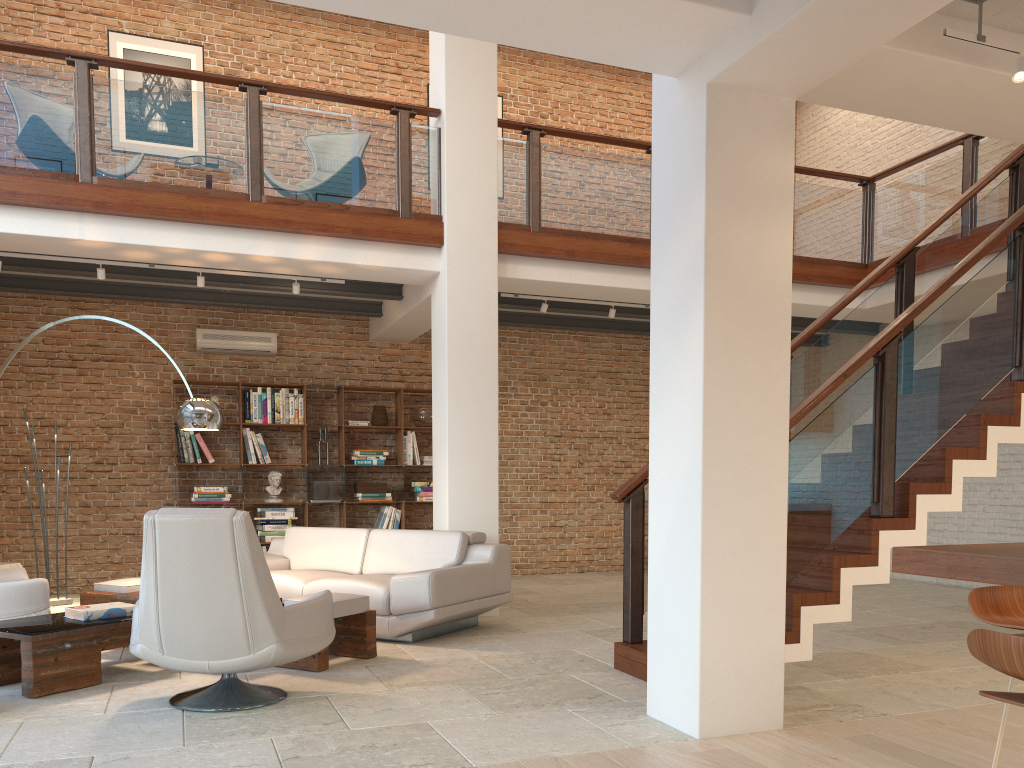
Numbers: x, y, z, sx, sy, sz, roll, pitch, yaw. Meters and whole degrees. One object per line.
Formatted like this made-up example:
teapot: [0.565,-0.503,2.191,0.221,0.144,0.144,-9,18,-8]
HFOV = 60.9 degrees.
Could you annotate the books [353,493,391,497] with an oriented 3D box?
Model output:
books: [-1.570,1.244,9.767,0.380,0.036,0.245,3,-7,-22]

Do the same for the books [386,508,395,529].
books: [-1.398,1.574,9.874,0.098,0.355,0.271,-1,0,-21]

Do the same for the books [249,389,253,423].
books: [-2.780,0.250,9.272,0.021,0.359,0.271,-2,1,-21]

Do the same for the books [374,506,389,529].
books: [-1.491,1.564,9.852,0.163,0.373,0.243,-1,1,-21]

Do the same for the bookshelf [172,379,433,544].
bookshelf: [-2.070,1.133,9.569,3.034,2.204,0.363,1,3,-21]

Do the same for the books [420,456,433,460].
books: [-0.950,0.846,9.981,0.132,0.034,0.206,4,-7,-31]

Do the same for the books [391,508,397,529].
books: [-1.381,1.578,9.890,0.098,0.355,0.271,-1,0,-21]

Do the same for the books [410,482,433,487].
books: [-0.997,1.154,10.008,0.326,0.055,0.256,1,-6,-11]

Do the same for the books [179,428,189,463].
books: [-3.409,0.638,9.059,0.091,0.385,0.243,-1,1,-21]

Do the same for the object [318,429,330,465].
object: [-2.056,0.685,9.505,0.121,0.400,0.061,-1,4,-18]

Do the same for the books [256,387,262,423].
books: [-2.695,0.239,9.289,0.036,0.384,0.243,-2,1,-21]

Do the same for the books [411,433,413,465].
books: [-1.171,0.748,9.904,0.021,0.359,0.271,-2,1,-21]

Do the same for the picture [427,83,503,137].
picture: [-0.535,-2.801,10.124,0.913,1.199,0.027,0,4,-21]

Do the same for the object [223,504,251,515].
object: [-1.925,1.079,5.691,0.316,0.607,0.542,1,0,40]

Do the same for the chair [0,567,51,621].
chair: [-3.512,1.248,5.473,0.983,0.999,1.028,1,-2,-37]

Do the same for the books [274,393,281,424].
books: [-2.525,0.272,9.344,0.055,0.330,0.254,-1,0,-21]

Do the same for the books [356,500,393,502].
books: [-1.551,1.312,9.800,0.356,0.020,0.273,3,-7,-22]

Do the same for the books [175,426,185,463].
books: [-3.441,0.636,9.038,0.091,0.385,0.243,-1,1,-21]

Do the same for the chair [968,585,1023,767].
chair: [1.644,1.021,2.680,0.404,0.776,0.421,-1,2,-21]

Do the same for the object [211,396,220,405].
object: [-3.169,0.256,9.057,0.252,0.283,0.130,0,2,-13]

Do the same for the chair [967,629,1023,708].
chair: [1.269,0.937,1.962,0.422,0.776,0.403,-1,2,-21]

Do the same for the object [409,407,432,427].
object: [-0.953,0.394,9.942,0.438,0.219,0.437,-2,-5,21]

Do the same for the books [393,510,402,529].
books: [-1.335,1.586,9.893,0.116,0.334,0.254,-1,0,-21]

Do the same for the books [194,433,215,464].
books: [-3.227,0.680,9.142,0.195,0.319,0.254,0,0,-21]

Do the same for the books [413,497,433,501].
books: [-0.958,1.322,10.023,0.326,0.055,0.256,2,-7,-18]

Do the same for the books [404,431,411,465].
books: [-1.194,0.733,9.884,0.036,0.384,0.243,-2,1,-21]

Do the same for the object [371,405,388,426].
object: [-1.473,0.361,9.698,0.193,0.233,0.193,0,-1,27]

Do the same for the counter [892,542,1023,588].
counter: [2.316,0.823,1.649,1.686,0.917,2.506,2,-6,-21]

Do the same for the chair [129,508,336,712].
chair: [-1.454,1.113,4.367,1.027,1.017,0.972,0,-1,-4]

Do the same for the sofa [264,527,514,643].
sofa: [-1.265,1.529,6.884,2.332,0.756,1.146,-3,-5,29]

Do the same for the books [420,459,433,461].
books: [-0.944,0.873,9.990,0.171,0.019,0.237,2,-7,-18]

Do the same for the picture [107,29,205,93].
picture: [-3.631,-2.934,8.944,0.913,1.199,0.027,0,4,-21]

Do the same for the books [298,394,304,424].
books: [-2.305,0.286,9.462,0.055,0.330,0.254,-1,0,-21]

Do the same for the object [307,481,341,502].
object: [-2.064,1.179,9.557,0.336,0.233,0.284,1,-3,-21]

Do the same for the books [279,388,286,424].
books: [-2.473,0.250,9.393,0.036,0.384,0.243,-2,1,-21]

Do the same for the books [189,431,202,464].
books: [-3.305,0.643,9.086,0.121,0.382,0.243,-1,1,-21]

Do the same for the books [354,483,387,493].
books: [-1.583,1.166,9.766,0.335,0.119,0.214,2,-5,-21]

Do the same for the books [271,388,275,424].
books: [-2.575,0.244,9.340,0.036,0.384,0.243,-2,1,-21]

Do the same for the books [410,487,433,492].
books: [-0.981,1.211,10.018,0.326,0.055,0.256,2,-7,-21]

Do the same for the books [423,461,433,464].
books: [-0.950,0.899,9.985,0.132,0.034,0.207,1,-7,-11]

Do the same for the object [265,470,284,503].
object: [-2.563,1.104,9.391,0.196,0.351,0.193,0,1,-5]

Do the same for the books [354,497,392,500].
books: [-1.568,1.285,9.807,0.380,0.036,0.245,3,-7,-26]

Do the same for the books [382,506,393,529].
books: [-1.444,1.562,9.845,0.161,0.373,0.243,-1,1,-21]

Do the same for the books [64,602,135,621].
books: [-2.387,1.323,5.077,0.255,0.056,0.327,-5,-8,39]

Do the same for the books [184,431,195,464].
books: [-3.368,0.667,9.097,0.102,0.334,0.254,-1,0,-21]

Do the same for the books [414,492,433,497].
books: [-0.935,1.267,10.028,0.327,0.055,0.256,3,-7,-26]
